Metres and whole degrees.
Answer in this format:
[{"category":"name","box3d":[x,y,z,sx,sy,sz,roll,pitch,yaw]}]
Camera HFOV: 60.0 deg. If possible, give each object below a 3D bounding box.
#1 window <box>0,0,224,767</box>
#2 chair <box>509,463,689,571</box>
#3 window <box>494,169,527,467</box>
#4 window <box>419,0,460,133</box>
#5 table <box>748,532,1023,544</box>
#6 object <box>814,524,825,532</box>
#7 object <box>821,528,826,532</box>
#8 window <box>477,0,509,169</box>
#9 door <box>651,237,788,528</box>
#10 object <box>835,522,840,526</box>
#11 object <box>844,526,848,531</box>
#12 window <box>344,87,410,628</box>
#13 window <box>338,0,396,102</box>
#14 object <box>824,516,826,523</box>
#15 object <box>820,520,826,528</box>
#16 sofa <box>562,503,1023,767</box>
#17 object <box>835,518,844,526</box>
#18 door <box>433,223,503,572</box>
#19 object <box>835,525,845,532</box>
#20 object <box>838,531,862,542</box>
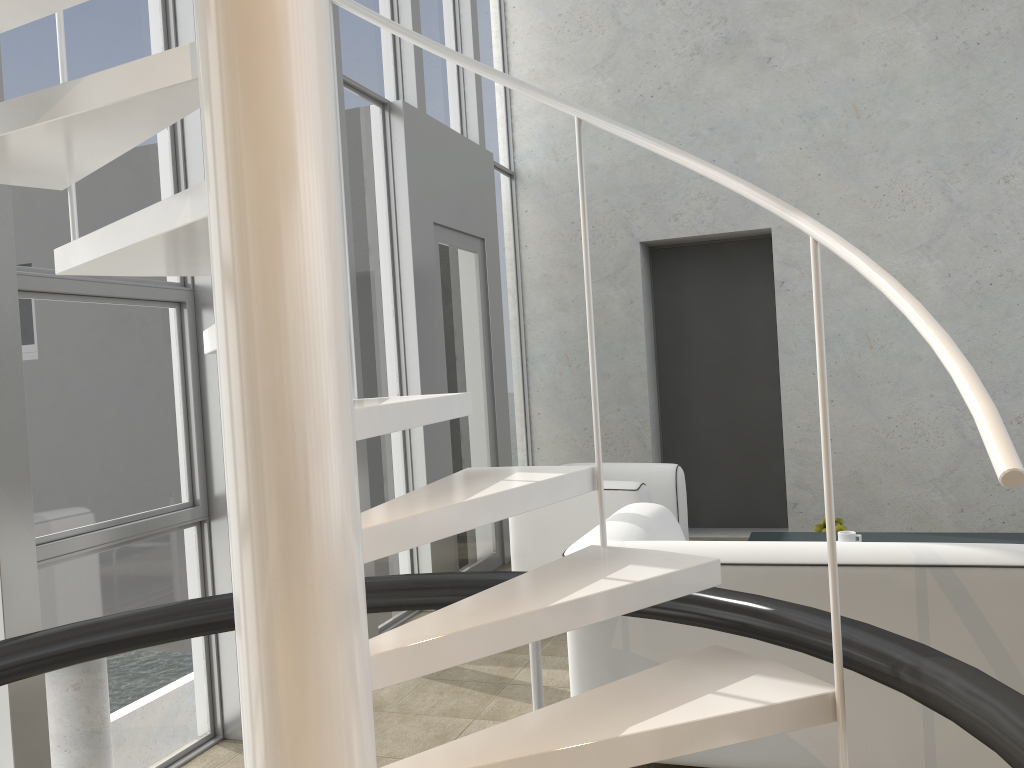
[{"category":"window","box3d":[-1.361,-1.561,2.753,0.050,5.700,0.800,-3,1,20]},{"category":"chair","box3d":[0.455,0.757,4.509,0.720,0.635,0.829,-3,1,25]},{"category":"window","box3d":[-0.043,-0.197,6.290,0.010,2.646,0.605,-3,1,20]},{"category":"window","box3d":[-0.547,-3.006,5.319,0.010,2.947,0.742,-3,1,20]},{"category":"table","box3d":[1.777,0.888,3.893,1.420,0.390,0.532,-3,1,20]},{"category":"object","box3d":[1.537,0.725,4.426,0.055,0.048,0.054,-3,1,13]},{"category":"object","box3d":[1.556,0.739,4.383,0.053,0.055,0.054,-4,1,-16]},{"category":"window","box3d":[-0.243,-3.039,6.180,0.010,2.947,0.742,-3,1,20]},{"category":"door","box3d":[1.513,0.015,6.493,0.864,2.080,0.040,-3,1,20]},{"category":"object","box3d":[1.616,0.707,4.422,0.040,0.038,0.040,-4,1,-9]},{"category":"object","box3d":[1.636,0.730,4.394,0.058,0.058,0.058,-4,1,-14]},{"category":"window","box3d":[-0.706,-0.126,4.416,0.010,2.646,0.556,-3,1,20]},{"category":"window","box3d":[-0.850,-2.973,4.458,0.010,2.947,0.742,-3,1,20]},{"category":"object","box3d":[1.584,0.673,4.426,0.055,0.056,0.055,-3,1,20]},{"category":"object","box3d":[1.578,0.709,4.463,0.055,0.054,0.050,-4,1,-11]},{"category":"sofa","box3d":[1.526,0.720,2.668,2.601,0.638,0.971,-3,1,20]},{"category":"object","box3d":[1.641,0.693,4.452,0.047,0.045,0.047,-3,1,20]},{"category":"door","box3d":[-0.272,0.132,5.341,0.030,2.102,0.804,-3,1,20]},{"category":"object","box3d":[1.611,0.715,4.358,0.047,0.048,0.047,-4,1,-18]},{"category":"object","box3d":[1.470,0.678,3.875,0.075,0.057,0.090,-4,1,-22]}]
